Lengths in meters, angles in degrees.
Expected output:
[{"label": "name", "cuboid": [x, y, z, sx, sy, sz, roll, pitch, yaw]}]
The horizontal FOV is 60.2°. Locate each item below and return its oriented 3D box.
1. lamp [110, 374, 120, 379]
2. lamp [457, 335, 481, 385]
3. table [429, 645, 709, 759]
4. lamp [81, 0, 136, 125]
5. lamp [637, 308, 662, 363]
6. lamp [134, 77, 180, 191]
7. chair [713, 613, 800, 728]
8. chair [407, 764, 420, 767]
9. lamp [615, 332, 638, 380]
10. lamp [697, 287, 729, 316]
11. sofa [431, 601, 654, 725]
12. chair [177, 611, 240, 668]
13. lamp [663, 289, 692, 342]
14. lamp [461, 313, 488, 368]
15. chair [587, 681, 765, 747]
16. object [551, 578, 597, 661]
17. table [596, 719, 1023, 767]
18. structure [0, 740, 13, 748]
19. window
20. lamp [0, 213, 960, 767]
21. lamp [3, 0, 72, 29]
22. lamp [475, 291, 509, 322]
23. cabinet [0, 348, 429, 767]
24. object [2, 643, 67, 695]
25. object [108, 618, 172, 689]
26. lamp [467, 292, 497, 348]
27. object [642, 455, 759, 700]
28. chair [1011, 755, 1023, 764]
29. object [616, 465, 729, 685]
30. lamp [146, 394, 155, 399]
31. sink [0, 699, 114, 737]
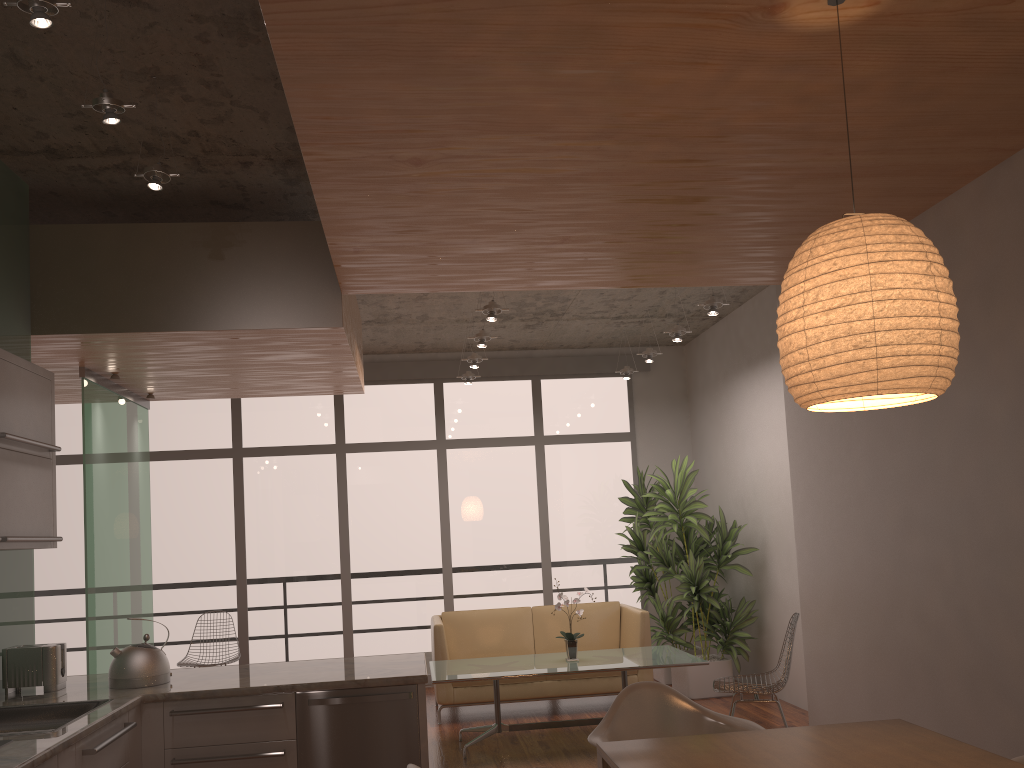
[{"label": "lamp", "cuboid": [-2.501, -0.259, 5.558, 0.102, 0.467, 0.155, 0, -6, -34]}, {"label": "lamp", "cuboid": [-0.420, -0.234, 8.367, 0.198, 0.479, 0.135, 1, -6, -39]}, {"label": "table", "cuboid": [0.367, 2.264, 6.301, 1.868, 0.555, 0.951, -2, -8, -6]}, {"label": "lamp", "cuboid": [-1.363, -1.109, 2.974, 0.152, 0.467, 0.104, 1, -6, -39]}, {"label": "lamp", "cuboid": [1.192, -0.428, 7.722, 0.198, 0.479, 0.135, 1, -6, -39]}, {"label": "lamp", "cuboid": [-1.427, -1.010, 3.538, 0.152, 0.467, 0.104, 1, -6, -39]}, {"label": "chair", "cuboid": [1.559, 1.909, 5.580, 0.562, 0.894, 0.546, -4, -6, 13]}, {"label": "chair", "cuboid": [0.048, 1.479, 2.459, 0.641, 0.854, 0.692, -2, -6, -12]}, {"label": "lamp", "cuboid": [1.099, -0.285, 8.535, 0.198, 0.479, 0.135, 1, -6, -39]}, {"label": "lamp", "cuboid": [1.378, -0.714, 6.096, 0.198, 0.479, 0.135, 1, -6, -39]}, {"label": "sofa", "cuboid": [0.225, 2.350, 7.581, 1.799, 0.831, 0.889, -2, -7, -6]}, {"label": "chair", "cuboid": [-2.802, 2.584, 8.205, 0.542, 0.893, 0.567, -2, -6, -7]}, {"label": "lamp", "cuboid": [1.285, -0.571, 6.909, 0.198, 0.479, 0.135, 1, -6, -39]}, {"label": "lamp", "cuboid": [-0.327, -0.377, 7.554, 0.198, 0.479, 0.135, 1, -6, -39]}, {"label": "chair", "cuboid": [0.653, 1.586, 3.275, 0.682, 0.854, 0.651, -1, -7, -22]}, {"label": "object", "cuboid": [0.423, 1.686, 6.324, 0.297, 0.585, 0.375, -2, -6, -12]}, {"label": "table", "cuboid": [0.917, 1.348, 1.818, 1.024, 0.802, 2.098, -2, -9, -7]}, {"label": "structure", "cuboid": [-1.841, 1.104, 2.545, 0.488, 0.038, 0.684, -2, -10, -7]}, {"label": "window", "cuboid": [-2.708, 1.457, 8.778, 8.549, 3.256, 0.062, -2, -4, -6]}, {"label": "lamp", "cuboid": [-0.628, 0.512, 3.084, 3.212, 1.336, 3.104, -2, -9, -7]}, {"label": "lamp", "cuboid": [-1.298, -1.208, 2.410, 0.152, 0.467, 0.104, 1, -6, -39]}, {"label": "lamp", "cuboid": [-0.142, -0.663, 5.928, 0.198, 0.479, 0.135, 1, -6, -39]}, {"label": "cabinet", "cuboid": [-1.186, 0.821, 2.392, 1.912, 2.255, 4.295, -2, -8, -7]}, {"label": "object", "cuboid": [-2.142, 1.281, 3.977, 0.236, 0.200, 0.155, -2, -6, -6]}, {"label": "object", "cuboid": [-1.698, 1.216, 4.022, 0.263, 0.303, 0.264, -4, -7, 10]}, {"label": "lamp", "cuboid": [-0.234, -0.520, 6.741, 0.198, 0.479, 0.135, 1, -6, -39]}, {"label": "object", "cuboid": [1.668, 1.687, 7.850, 0.968, 2.088, 1.088, -4, -5, 6]}, {"label": "chair", "cuboid": [1.719, 1.392, 2.467, 0.642, 0.854, 0.691, -2, -6, -7]}, {"label": "object", "cuboid": [1.577, 1.806, 8.518, 1.083, 2.088, 0.972, -4, -5, 11]}, {"label": "lamp", "cuboid": [-2.587, -0.126, 6.313, 0.102, 0.467, 0.155, 0, -6, -34]}, {"label": "sink", "cuboid": [-1.900, 1.241, 3.281, 0.615, 0.379, 0.650, -2, -8, -7]}]
